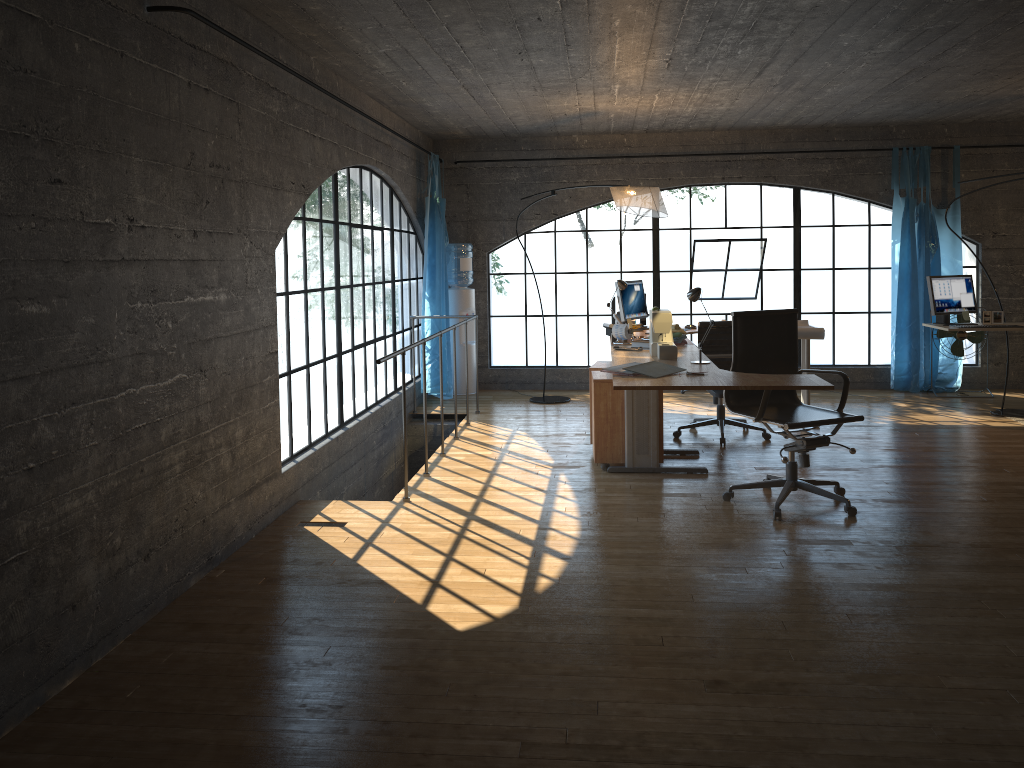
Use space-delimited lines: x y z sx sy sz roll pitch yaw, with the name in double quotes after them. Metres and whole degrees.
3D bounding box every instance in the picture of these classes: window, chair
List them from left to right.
0.709 -0.912 7.794 6.968 1.859 3.202 -6 8 -33 "window"
1.484 -0.046 6.405 0.653 0.854 0.689 -2 5 -7 "chair"
1.500 0.124 4.661 0.654 1.010 0.688 -3 5 -24 "chair"

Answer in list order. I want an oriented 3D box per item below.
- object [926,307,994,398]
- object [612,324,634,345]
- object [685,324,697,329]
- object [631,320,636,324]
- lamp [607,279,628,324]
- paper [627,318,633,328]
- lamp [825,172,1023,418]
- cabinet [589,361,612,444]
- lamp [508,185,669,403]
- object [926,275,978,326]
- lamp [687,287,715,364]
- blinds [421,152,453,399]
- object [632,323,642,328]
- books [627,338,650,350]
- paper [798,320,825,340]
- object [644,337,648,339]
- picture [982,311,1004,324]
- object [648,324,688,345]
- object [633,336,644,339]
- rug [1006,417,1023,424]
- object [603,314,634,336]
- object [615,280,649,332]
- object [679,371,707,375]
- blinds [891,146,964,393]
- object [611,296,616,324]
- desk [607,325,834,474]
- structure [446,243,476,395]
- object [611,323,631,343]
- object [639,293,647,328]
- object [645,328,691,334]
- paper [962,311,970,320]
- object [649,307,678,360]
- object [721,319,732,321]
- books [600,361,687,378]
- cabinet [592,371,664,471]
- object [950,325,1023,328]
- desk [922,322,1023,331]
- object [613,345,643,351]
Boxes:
4.117 -0.315 8.185 0.490 0.798 0.585 0 5 11 "object"
0.730 -0.332 5.858 0.155 0.135 0.099 4 7 41 "object"
1.421 -0.456 7.013 0.101 0.034 0.059 6 9 41 "object"
0.931 -0.504 7.151 0.144 0.032 0.153 1 8 11 "object"
0.786 -0.584 6.660 0.207 0.407 0.105 -3 3 -26 "lamp"
0.913 -0.469 6.822 0.019 0.074 0.079 1 6 31 "paper"
3.106 -0.868 8.193 0.387 1.921 6.266 -3 7 -38 "lamp"
0.804 0.150 6.121 0.472 0.569 0.428 0 5 14 "cabinet"
-0.393 -0.980 9.401 0.386 1.920 6.274 -3 7 -29 "lamp"
3.481 -0.665 6.980 0.470 0.389 0.287 -4 5 -24 "object"
1.017 -0.315 4.744 0.105 0.407 0.208 -1 4 -8 "lamp"
-0.680 -1.002 8.253 0.262 2.272 0.951 -1 3 3 "blinds"
0.954 -0.470 7.149 0.204 0.036 0.206 0 8 4 "object"
0.859 -0.257 5.602 0.261 0.054 0.292 -8 11 -43 "books"
1.954 -0.425 6.948 0.851 0.113 0.587 0 8 6 "paper"
0.977 -0.327 6.238 0.126 0.009 0.012 -6 8 -31 "object"
3.784 -0.524 6.953 0.158 0.104 0.032 0 3 7 "picture"
1.025 -0.328 5.812 0.255 0.129 0.255 0 7 9 "object"
0.877 -0.335 6.258 0.097 0.024 0.108 2 8 20 "object"
4.579 0.409 5.825 1.600 0.005 2.220 0 8 6 "rug"
0.777 -0.434 6.470 0.190 0.164 0.170 -2 6 -9 "object"
0.950 -0.621 6.974 0.286 0.388 0.473 2 6 31 "object"
0.885 -0.050 4.289 0.142 0.013 0.129 0 8 9 "object"
3.885 -1.073 8.254 0.667 2.285 0.259 -1 3 1 "blinds"
0.779 -0.537 6.792 0.085 0.276 0.085 -4 4 -40 "object"
1.422 0.127 5.627 1.634 0.734 3.539 0 8 7 "desk"
-0.515 -0.644 8.693 0.327 1.468 0.328 0 3 26 "structure"
0.737 -0.344 5.967 0.133 0.128 0.039 -1 3 1 "object"
1.066 -0.603 7.228 0.085 0.276 0.085 -1 3 8 "object"
1.199 -0.404 6.750 0.187 0.011 0.494 4 9 31 "object"
3.593 -0.540 6.981 0.077 0.074 0.018 -3 4 -24 "paper"
0.875 -0.304 5.117 0.137 0.282 0.406 -1 6 6 "object"
1.740 -0.491 7.111 0.159 0.064 0.054 -5 6 -27 "object"
0.653 -0.077 4.395 0.318 0.044 0.309 6 11 41 "books"
0.728 0.224 5.608 0.426 0.569 0.428 -1 5 4 "cabinet"
3.607 -0.436 6.691 0.490 0.011 0.188 0 8 6 "object"
4.768 0.122 5.269 3.258 0.734 3.500 0 8 6 "desk"
0.721 -0.223 5.478 0.181 0.025 0.075 5 9 36 "object"
